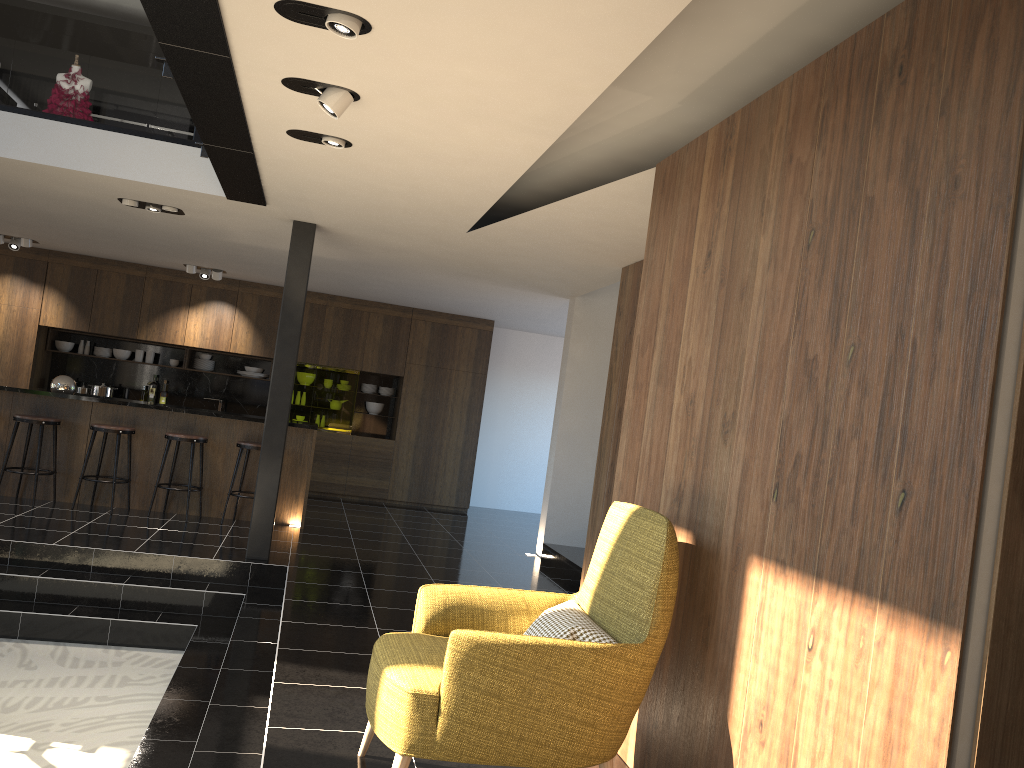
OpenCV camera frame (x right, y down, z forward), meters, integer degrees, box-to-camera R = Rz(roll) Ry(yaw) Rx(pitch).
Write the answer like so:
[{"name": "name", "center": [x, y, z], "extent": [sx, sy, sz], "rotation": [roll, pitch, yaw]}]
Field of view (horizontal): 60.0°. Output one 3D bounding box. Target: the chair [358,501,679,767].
[{"name": "chair", "center": [0.016, 0.951, 3.234], "extent": [1.031, 1.097, 0.807], "rotation": [8, -2, -14]}]

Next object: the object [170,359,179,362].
[{"name": "object", "center": [-4.570, -0.293, 12.000], "extent": [0.122, 0.072, 0.122], "rotation": [7, -2, 13]}]

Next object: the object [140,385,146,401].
[{"name": "object", "center": [-4.993, 0.161, 11.988], "extent": [0.057, 0.287, 0.058], "rotation": [8, -2, 0]}]

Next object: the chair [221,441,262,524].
[{"name": "chair", "center": [-2.532, 0.976, 8.632], "extent": [0.412, 0.799, 0.412], "rotation": [8, -2, -3]}]

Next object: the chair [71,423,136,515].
[{"name": "chair", "center": [-3.807, 0.792, 8.343], "extent": [0.412, 0.799, 0.412], "rotation": [8, -2, -3]}]

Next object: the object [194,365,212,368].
[{"name": "object", "center": [-4.225, -0.228, 12.151], "extent": [0.268, 0.024, 0.269], "rotation": [7, -2, 26]}]

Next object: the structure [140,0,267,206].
[{"name": "structure", "center": [-2.558, -0.362, 2.644], "extent": [3.449, 4.866, 7.279], "rotation": [8, -2, -13]}]

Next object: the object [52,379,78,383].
[{"name": "object", "center": [-5.852, 0.017, 11.586], "extent": [0.236, 0.218, 0.255], "rotation": [6, -2, 35]}]

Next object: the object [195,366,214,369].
[{"name": "object", "center": [-4.226, -0.221, 12.151], "extent": [0.268, 0.024, 0.269], "rotation": [7, -2, 26]}]

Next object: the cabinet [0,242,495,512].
[{"name": "cabinet", "center": [-3.845, -0.027, 11.997], "extent": [6.895, 2.689, 0.869], "rotation": [8, -2, -13]}]

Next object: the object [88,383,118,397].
[{"name": "object", "center": [-5.311, 0.096, 11.497], "extent": [0.278, 0.218, 0.301], "rotation": [7, -2, 20]}]

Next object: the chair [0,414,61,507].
[{"name": "chair", "center": [-4.445, 0.700, 8.198], "extent": [0.412, 0.799, 0.412], "rotation": [8, -2, -3]}]

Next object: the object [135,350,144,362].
[{"name": "object", "center": [-4.993, -0.375, 11.881], "extent": [0.109, 0.161, 0.109], "rotation": [9, -2, -30]}]

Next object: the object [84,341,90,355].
[{"name": "object", "center": [-5.630, -0.479, 11.760], "extent": [0.060, 0.185, 0.060], "rotation": [9, -2, -44]}]

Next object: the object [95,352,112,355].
[{"name": "object", "center": [-5.443, -0.395, 11.794], "extent": [0.220, 0.033, 0.220], "rotation": [8, -2, -16]}]

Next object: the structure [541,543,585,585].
[{"name": "structure", "center": [2.182, 0.393, 6.055], "extent": [1.965, 3.016, 6.662], "rotation": [8, -2, -13]}]

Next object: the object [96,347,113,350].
[{"name": "object", "center": [-5.434, -0.463, 11.795], "extent": [0.220, 0.033, 0.220], "rotation": [8, -2, -16]}]

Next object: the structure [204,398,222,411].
[{"name": "structure", "center": [-4.003, 0.317, 11.825], "extent": [0.243, 0.231, 0.173], "rotation": [8, -2, -13]}]

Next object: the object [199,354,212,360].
[{"name": "object", "center": [-4.209, -0.362, 12.153], "extent": [0.168, 0.087, 0.168], "rotation": [7, -2, 7]}]

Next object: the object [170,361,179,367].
[{"name": "object", "center": [-4.573, -0.268, 12.000], "extent": [0.122, 0.072, 0.122], "rotation": [7, -2, 13]}]

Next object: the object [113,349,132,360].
[{"name": "object", "center": [-5.217, -0.388, 11.854], "extent": [0.234, 0.138, 0.234], "rotation": [7, -2, 7]}]

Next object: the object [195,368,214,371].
[{"name": "object", "center": [-4.229, -0.193, 12.150], "extent": [0.268, 0.024, 0.269], "rotation": [7, -2, 26]}]

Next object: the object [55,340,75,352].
[{"name": "object", "center": [-5.906, -0.489, 11.697], "extent": [0.234, 0.138, 0.234], "rotation": [8, -2, -10]}]

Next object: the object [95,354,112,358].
[{"name": "object", "center": [-5.447, -0.370, 11.793], "extent": [0.220, 0.033, 0.220], "rotation": [8, -2, -16]}]

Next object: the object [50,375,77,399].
[{"name": "object", "center": [-4.296, 0.029, 8.496], "extent": [0.227, 0.228, 0.228], "rotation": [6, -2, 38]}]

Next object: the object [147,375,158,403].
[{"name": "object", "center": [-4.886, 0.094, 12.016], "extent": [0.133, 0.451, 0.116], "rotation": [8, -2, -13]}]

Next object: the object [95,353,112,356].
[{"name": "object", "center": [-5.445, -0.383, 11.793], "extent": [0.220, 0.033, 0.220], "rotation": [8, -2, -16]}]

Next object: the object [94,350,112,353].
[{"name": "object", "center": [-5.440, -0.418, 11.794], "extent": [0.220, 0.033, 0.220], "rotation": [8, -2, -16]}]

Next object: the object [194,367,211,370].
[{"name": "object", "center": [-4.228, -0.201, 12.150], "extent": [0.268, 0.024, 0.269], "rotation": [7, -2, 26]}]

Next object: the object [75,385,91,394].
[{"name": "object", "center": [-5.589, 0.090, 11.552], "extent": [0.195, 0.143, 0.210], "rotation": [6, -2, 35]}]

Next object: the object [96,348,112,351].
[{"name": "object", "center": [-5.436, -0.451, 11.795], "extent": [0.220, 0.033, 0.220], "rotation": [8, -2, -16]}]

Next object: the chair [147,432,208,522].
[{"name": "chair", "center": [-3.170, 0.884, 8.488], "extent": [0.412, 0.799, 0.412], "rotation": [8, -2, -3]}]

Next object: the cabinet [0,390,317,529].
[{"name": "cabinet", "center": [-3.811, 0.709, 8.798], "extent": [3.565, 0.993, 0.698], "rotation": [8, -2, -13]}]

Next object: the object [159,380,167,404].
[{"name": "object", "center": [-4.739, 0.144, 12.057], "extent": [0.077, 0.395, 0.077], "rotation": [7, -2, 29]}]

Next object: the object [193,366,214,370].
[{"name": "object", "center": [-4.227, -0.210, 12.150], "extent": [0.268, 0.024, 0.269], "rotation": [7, -2, 26]}]

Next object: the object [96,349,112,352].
[{"name": "object", "center": [-5.437, -0.438, 11.795], "extent": [0.220, 0.033, 0.220], "rotation": [8, -2, -16]}]

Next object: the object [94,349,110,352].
[{"name": "object", "center": [-5.439, -0.428, 11.794], "extent": [0.220, 0.033, 0.220], "rotation": [8, -2, -16]}]

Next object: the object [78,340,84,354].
[{"name": "object", "center": [-5.703, -0.490, 11.743], "extent": [0.060, 0.185, 0.060], "rotation": [7, -2, 19]}]

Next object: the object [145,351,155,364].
[{"name": "object", "center": [-4.863, -0.356, 11.910], "extent": [0.109, 0.161, 0.109], "rotation": [8, -2, 0]}]

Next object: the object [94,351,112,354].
[{"name": "object", "center": [-5.442, -0.405, 11.794], "extent": [0.220, 0.033, 0.220], "rotation": [8, -2, -16]}]
